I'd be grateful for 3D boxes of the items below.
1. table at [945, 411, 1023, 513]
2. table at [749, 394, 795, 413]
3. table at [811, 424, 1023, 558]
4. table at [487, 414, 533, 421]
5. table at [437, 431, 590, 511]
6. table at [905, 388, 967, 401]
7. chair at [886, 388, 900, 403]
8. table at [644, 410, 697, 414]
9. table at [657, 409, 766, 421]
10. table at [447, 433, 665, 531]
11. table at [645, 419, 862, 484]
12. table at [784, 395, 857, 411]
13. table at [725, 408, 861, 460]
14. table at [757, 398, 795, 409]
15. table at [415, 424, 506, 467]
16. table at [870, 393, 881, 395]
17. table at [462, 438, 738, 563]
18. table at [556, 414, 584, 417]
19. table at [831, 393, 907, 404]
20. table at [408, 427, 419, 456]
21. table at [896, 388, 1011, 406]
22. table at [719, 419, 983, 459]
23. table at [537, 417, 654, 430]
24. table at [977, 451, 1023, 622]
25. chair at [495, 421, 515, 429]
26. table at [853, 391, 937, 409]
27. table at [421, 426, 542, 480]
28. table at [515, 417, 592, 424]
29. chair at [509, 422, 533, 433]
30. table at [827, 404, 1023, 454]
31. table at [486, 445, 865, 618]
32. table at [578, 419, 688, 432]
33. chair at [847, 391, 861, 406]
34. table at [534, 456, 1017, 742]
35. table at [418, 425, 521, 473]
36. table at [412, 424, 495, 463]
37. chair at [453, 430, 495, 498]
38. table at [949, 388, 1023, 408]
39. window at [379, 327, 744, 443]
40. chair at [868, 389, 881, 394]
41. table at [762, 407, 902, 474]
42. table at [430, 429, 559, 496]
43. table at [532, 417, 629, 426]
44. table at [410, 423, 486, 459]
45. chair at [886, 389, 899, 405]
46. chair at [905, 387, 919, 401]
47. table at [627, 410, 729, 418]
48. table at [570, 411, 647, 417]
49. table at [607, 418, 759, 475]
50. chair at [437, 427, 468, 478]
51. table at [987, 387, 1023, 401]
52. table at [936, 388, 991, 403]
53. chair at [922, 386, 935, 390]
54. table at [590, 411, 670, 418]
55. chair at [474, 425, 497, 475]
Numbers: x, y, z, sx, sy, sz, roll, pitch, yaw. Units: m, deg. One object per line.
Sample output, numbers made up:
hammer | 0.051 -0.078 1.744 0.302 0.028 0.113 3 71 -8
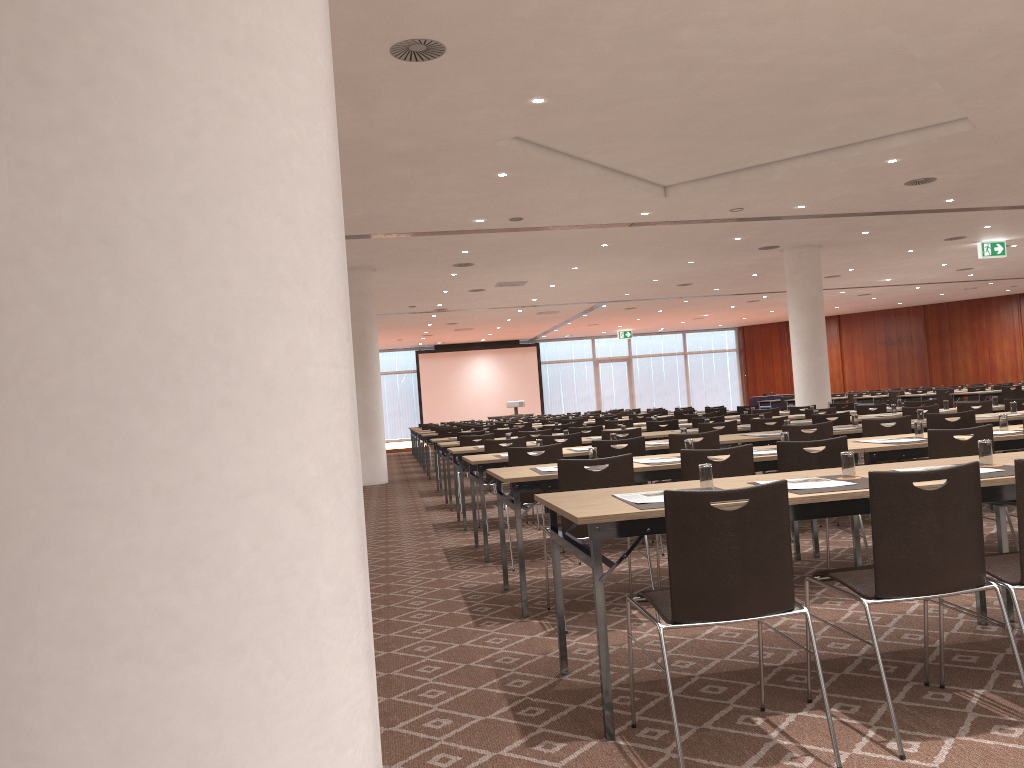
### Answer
table | 5.240 0.668 8.453 2.267 0.833 0.953 -4 -1 -8
table | 9.542 0.827 32.025 1.712 0.832 1.042 -4 -1 -8
table | 3.280 0.754 6.151 2.267 0.833 0.953 -4 -1 -8
table | -0.026 1.494 30.664 1.539 0.832 0.953 -4 -1 -8
table | 0.194 1.122 11.766 2.267 0.833 0.953 -4 -1 -8
table | 12.050 0.590 25.089 2.267 0.833 0.953 -4 -1 -8
chair | 12.187 0.612 28.464 0.535 0.939 0.614 -4 -1 -9
table | 3.339 1.146 21.814 2.267 0.833 0.953 -4 -1 -8
table | 3.902 1.004 17.855 2.267 0.833 0.953 -4 -1 -8
table | 0.476 1.051 9.787 2.267 0.833 0.953 -4 -1 -8
table | 2.717 0.895 10.109 2.267 0.833 0.953 -4 -1 -8
table | 9.527 0.817 26.746 2.267 0.833 0.953 -4 -1 -8
table | 4.395 0.880 14.391 2.267 0.833 0.953 -4 -1 -8
table | 9.245 0.887 28.725 2.267 0.833 0.953 -4 -1 -8
table | -1.143 1.458 21.168 2.267 0.833 0.953 -4 -1 -8
table | 11.768 0.660 27.068 2.267 0.833 0.953 -4 -1 -8
table | 0.757 0.981 7.807 2.267 0.833 0.953 -4 -1 -8
table | 2.494 1.358 27.752 2.267 0.833 0.953 -4 -1 -8
table | 9.809 0.746 24.766 2.267 0.833 0.953 -4 -1 -8
table | -1.988 1.670 27.107 2.267 0.833 0.953 -4 -1 -8
table | 10.372 0.604 20.807 2.267 0.833 0.953 -4 -1 -8
table | 2.999 0.824 8.130 2.267 0.833 0.953 -4 -1 -8
table | 1.661 1.160 17.532 2.267 0.833 0.953 -4 -1 -8
table | 3.562 0.683 4.171 2.267 0.833 0.953 -4 -1 -8
chair | -0.132 1.269 18.734 0.535 0.939 0.614 -4 -1 -7
table | 10.090 0.675 22.787 2.267 0.833 0.953 -4 -1 -8
table | -0.580 1.317 17.210 2.267 0.833 0.953 -4 -1 -8
table | 1.098 1.302 21.491 2.267 0.833 0.953 -4 -1 -8
chair | 0.170 1.195 16.679 0.535 0.939 0.614 -4 -1 -8
table | 4.958 0.739 10.432 2.267 0.833 0.953 -4 -1 -8
table | 1.039 0.910 5.828 2.267 0.833 0.953 -4 -1 -8
table | 2.154 1.037 14.068 2.267 0.833 0.953 -4 -1 -8
chair | 10.877 0.703 28.275 0.535 0.939 0.614 -4 -1 -11
table | 1.320 0.839 3.848 2.267 0.833 0.953 -4 -1 -8
table | -0.862 1.387 19.189 2.267 0.833 0.953 -4 -1 -8
table | -1.425 1.529 23.148 2.267 0.833 0.953 -4 -1 -8
chair | -0.581 1.159 13.071 0.535 0.939 0.614 -4 -1 -9
table | 10.653 0.534 18.828 2.267 0.833 0.953 -4 -1 -8
window | -1.271 0.224 37.322 22.959 3.871 0.217 -4 -1 -8
chair | 11.576 0.656 28.458 0.535 0.939 0.614 -4 -1 -11
table | 4.677 0.810 12.412 2.267 0.833 0.953 -4 -1 -8
table | -0.087 1.193 13.745 2.267 0.833 0.953 -4 -1 -8
table | 1.379 1.231 19.512 2.267 0.833 0.953 -4 -1 -8
table | -1.707 1.600 25.127 2.267 0.833 0.953 -4 -1 -8
chair | 11.264 0.627 26.393 0.535 0.939 0.614 -4 -1 -10
chair | 11.841 0.585 26.394 0.535 0.939 0.614 -4 -1 -9
table | 3.621 1.075 19.835 2.267 0.833 0.953 -4 -1 -8
table | 2.776 1.287 25.773 2.267 0.833 0.953 -4 -1 -8
table | 2.435 0.966 12.089 2.267 0.833 0.953 -4 -1 -8
chair | -1.138 1.287 16.526 0.535 0.939 0.614 -4 -1 -6
table | 12.613 0.448 21.130 2.267 0.833 0.953 -4 -1 -8
table | 12.331 0.519 23.110 2.267 0.833 0.953 -4 -1 -8
chair | 12.421 0.548 26.619 0.535 0.939 0.614 -4 -1 -6
table | 3.058 1.216 23.794 2.267 0.833 0.953 -4 -1 -8
chair | -0.486 1.242 16.663 0.535 0.939 0.614 -4 -1 -8
